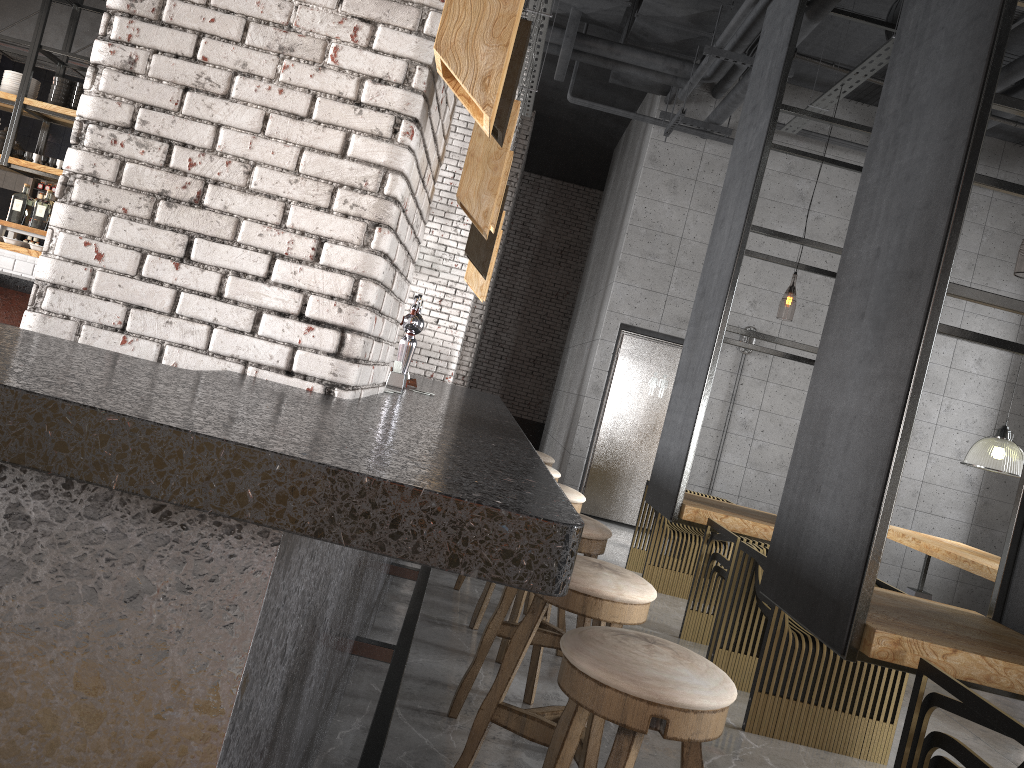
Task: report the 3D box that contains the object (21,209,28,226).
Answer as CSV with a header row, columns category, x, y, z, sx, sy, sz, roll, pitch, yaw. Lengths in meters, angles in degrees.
category,x,y,z,sx,sy,sz,roll,pitch,yaw
object,-4.721,-1.616,8.597,0.032,0.164,0.080,15,-1,-30

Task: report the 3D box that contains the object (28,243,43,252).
category,x,y,z,sx,sy,sz,roll,pitch,yaw
object,-4.422,-1.266,8.368,0.216,0.056,0.324,14,0,-2

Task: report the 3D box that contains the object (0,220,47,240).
category,x,y,z,sx,sy,sz,roll,pitch,yaw
object,-4.417,-1.171,8.685,1.250,0.551,0.315,14,-1,-2

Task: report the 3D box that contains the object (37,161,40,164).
category,x,y,z,sx,sy,sz,roll,pitch,yaw
object,-4.786,-2.244,8.992,0.072,0.097,0.072,14,-1,30

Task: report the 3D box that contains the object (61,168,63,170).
category,x,y,z,sx,sy,sz,roll,pitch,yaw
object,-4.556,-2.186,8.999,0.072,0.097,0.072,14,0,7

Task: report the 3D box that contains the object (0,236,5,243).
category,x,y,z,sx,sy,sz,roll,pitch,yaw
object,-4.880,-1.382,8.345,0.216,0.056,0.324,14,0,-2

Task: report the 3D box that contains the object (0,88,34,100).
category,x,y,z,sx,sy,sz,roll,pitch,yaw
object,-5.004,-2.906,8.977,0.334,0.046,0.335,14,0,-21

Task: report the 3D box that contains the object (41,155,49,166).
category,x,y,z,sx,sy,sz,roll,pitch,yaw
object,-4.623,-2.202,8.763,0.072,0.097,0.072,14,0,18

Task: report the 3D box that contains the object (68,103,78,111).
category,x,y,z,sx,sy,sz,roll,pitch,yaw
object,-4.405,-2.769,9.002,0.197,0.104,0.196,14,0,34

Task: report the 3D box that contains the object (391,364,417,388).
category,x,y,z,sx,sy,sz,roll,pitch,yaw
object,-0.515,-0.046,4.243,0.091,0.091,0.178,14,0,-27

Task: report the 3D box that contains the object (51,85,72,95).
category,x,y,z,sx,sy,sz,roll,pitch,yaw
object,-4.577,-2.949,8.994,0.196,0.100,0.197,14,0,-36

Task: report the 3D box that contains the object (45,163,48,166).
category,x,y,z,sx,sy,sz,roll,pitch,yaw
object,-4.710,-2.225,8.994,0.072,0.097,0.072,14,0,-14

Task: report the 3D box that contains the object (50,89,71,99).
category,x,y,z,sx,sy,sz,roll,pitch,yaw
object,-4.588,-2.907,8.995,0.197,0.102,0.196,14,0,27

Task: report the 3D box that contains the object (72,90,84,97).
category,x,y,z,sx,sy,sz,roll,pitch,yaw
object,-4.372,-2.898,8.999,0.196,0.102,0.196,14,0,9

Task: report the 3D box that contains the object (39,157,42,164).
category,x,y,z,sx,sy,sz,roll,pitch,yaw
object,-4.706,-2.223,8.877,0.072,0.097,0.072,14,0,-1

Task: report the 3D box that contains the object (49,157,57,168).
category,x,y,z,sx,sy,sz,roll,pitch,yaw
object,-4.548,-2.183,8.765,0.072,0.097,0.072,14,0,7

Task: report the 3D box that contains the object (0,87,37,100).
category,x,y,z,sx,sy,sz,roll,pitch,yaw
object,-4.998,-2.924,8.975,0.334,0.037,0.335,14,0,-36

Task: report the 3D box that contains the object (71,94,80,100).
category,x,y,z,sx,sy,sz,roll,pitch,yaw
object,-4.380,-2.855,8.996,0.196,0.107,0.197,14,0,-30

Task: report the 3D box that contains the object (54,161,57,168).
category,x,y,z,sx,sy,sz,roll,pitch,yaw
object,-4.552,-2.184,8.882,0.072,0.097,0.072,15,-1,-42

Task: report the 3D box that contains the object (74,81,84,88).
category,x,y,z,sx,sy,sz,roll,pitch,yaw
object,-4.350,-2.984,9.004,0.196,0.103,0.197,14,0,-26

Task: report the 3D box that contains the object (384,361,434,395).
category,x,y,z,sx,sy,sz,roll,pitch,yaw
object,-0.403,-0.022,3.419,0.200,0.106,0.766,14,0,-2

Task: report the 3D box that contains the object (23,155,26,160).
category,x,y,z,sx,sy,sz,roll,pitch,yaw
object,-4.857,-2.261,8.873,0.072,0.097,0.072,14,0,-2

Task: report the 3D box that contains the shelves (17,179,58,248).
category,x,y,z,sx,sy,sz,roll,pitch,yaw
shelves,-5.681,-1.982,11.933,1.761,1.482,0.157,14,-1,-2

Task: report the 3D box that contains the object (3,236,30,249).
category,x,y,z,sx,sy,sz,roll,pitch,yaw
object,-4.653,-1.326,8.340,0.216,0.059,0.324,14,0,-2

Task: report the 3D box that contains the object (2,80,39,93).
category,x,y,z,sx,sy,sz,roll,pitch,yaw
object,-4.981,-2.996,8.977,0.335,0.039,0.334,14,0,6

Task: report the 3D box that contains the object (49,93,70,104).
category,x,y,z,sx,sy,sz,roll,pitch,yaw
object,-4.600,-2.864,8.994,0.196,0.104,0.197,14,0,-38

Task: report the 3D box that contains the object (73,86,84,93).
category,x,y,z,sx,sy,sz,roll,pitch,yaw
object,-4.361,-2.941,9.000,0.196,0.102,0.196,14,0,-9

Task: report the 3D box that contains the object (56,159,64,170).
category,x,y,z,sx,sy,sz,roll,pitch,yaw
object,-4.472,-2.163,8.767,0.072,0.097,0.072,14,-1,30

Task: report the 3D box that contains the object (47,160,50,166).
category,x,y,z,sx,sy,sz,roll,pitch,yaw
object,-4.627,-2.203,8.880,0.072,0.097,0.072,14,-1,26

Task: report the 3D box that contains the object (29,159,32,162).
category,x,y,z,sx,sy,sz,roll,pitch,yaw
object,-4.861,-2.263,8.990,0.072,0.097,0.072,14,0,-14

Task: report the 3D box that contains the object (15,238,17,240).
category,x,y,z,sx,sy,sz,roll,pitch,yaw
object,-4.611,-1.339,8.253,0.043,0.023,0.203,14,0,-31

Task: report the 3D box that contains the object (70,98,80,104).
category,x,y,z,sx,sy,sz,roll,pitch,yaw
object,-4.393,-2.812,9.000,0.197,0.101,0.196,14,0,17

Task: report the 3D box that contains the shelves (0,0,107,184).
category,x,y,z,sx,sy,sz,roll,pitch,yaw
shelves,-3.698,-3.399,9.021,5.676,3.067,0.597,14,-1,-2

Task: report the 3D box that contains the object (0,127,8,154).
category,x,y,z,sx,sy,sz,roll,pitch,yaw
object,-5.109,-2.435,8.908,0.196,0.305,0.196,14,-1,36

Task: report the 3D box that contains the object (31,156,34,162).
category,x,y,z,sx,sy,sz,roll,pitch,yaw
object,-4.782,-2.242,8.875,0.072,0.097,0.072,14,0,-15

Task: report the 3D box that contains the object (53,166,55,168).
category,x,y,z,sx,sy,sz,roll,pitch,yaw
object,-4.631,-2.205,8.997,0.072,0.097,0.072,14,-1,28

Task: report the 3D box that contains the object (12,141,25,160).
category,x,y,z,sx,sy,sz,roll,pitch,yaw
object,-5.097,-2.383,9.108,0.204,0.213,0.203,14,0,36

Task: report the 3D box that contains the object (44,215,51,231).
category,x,y,z,sx,sy,sz,roll,pitch,yaw
object,-4.491,-1.558,8.621,0.039,0.164,0.077,13,-1,43

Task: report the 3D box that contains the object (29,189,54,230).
category,x,y,z,sx,sy,sz,roll,pitch,yaw
object,-4.568,-1.702,8.676,0.154,0.404,0.154,14,-1,-2

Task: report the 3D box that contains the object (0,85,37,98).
category,x,y,z,sx,sy,sz,roll,pitch,yaw
object,-4.994,-2.944,8.976,0.334,0.040,0.335,14,0,-38

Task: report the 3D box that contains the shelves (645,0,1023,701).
category,x,y,z,sx,sy,sz,roll,pitch,yaw
shelves,2.040,-1.137,3.250,1.003,4.368,6.147,14,0,-2

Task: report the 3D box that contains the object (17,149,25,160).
category,x,y,z,sx,sy,sz,roll,pitch,yaw
object,-4.854,-2.260,8.755,0.072,0.097,0.072,14,0,21

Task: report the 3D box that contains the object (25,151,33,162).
category,x,y,z,sx,sy,sz,roll,pitch,yaw
object,-4.779,-2.241,8.758,0.072,0.097,0.072,14,0,20

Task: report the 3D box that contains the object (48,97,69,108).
category,x,y,z,sx,sy,sz,roll,pitch,yaw
object,-4.610,-2.821,8.994,0.196,0.102,0.196,14,0,10

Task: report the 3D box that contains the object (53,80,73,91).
category,x,y,z,sx,sy,sz,roll,pitch,yaw
object,-4.561,-2.992,8.993,0.197,0.107,0.196,14,0,26

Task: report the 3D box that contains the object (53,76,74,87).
category,x,y,z,sx,sy,sz,roll,pitch,yaw
object,-4.558,-3.037,8.997,0.197,0.105,0.196,14,0,19

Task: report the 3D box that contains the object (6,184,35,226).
category,x,y,z,sx,sy,sz,roll,pitch,yaw
object,-4.793,-1.759,8.677,0.154,0.404,0.154,14,-1,-2

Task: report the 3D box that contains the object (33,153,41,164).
category,x,y,z,sx,sy,sz,roll,pitch,yaw
object,-4.702,-2.222,8.760,0.072,0.097,0.072,14,-1,38
